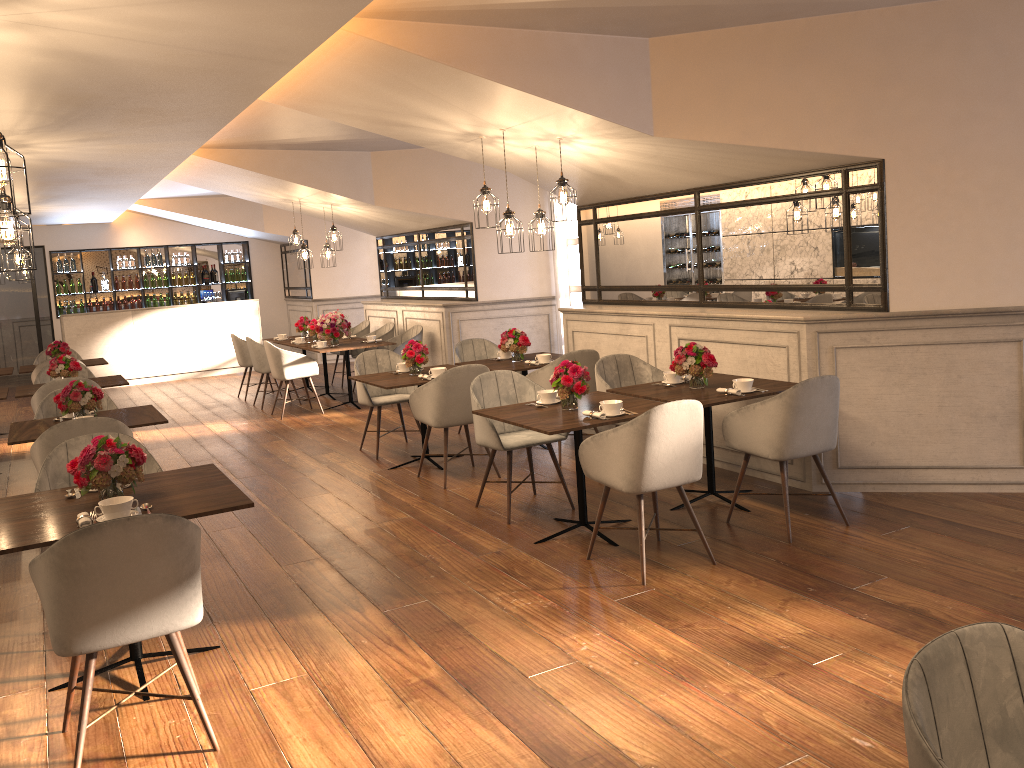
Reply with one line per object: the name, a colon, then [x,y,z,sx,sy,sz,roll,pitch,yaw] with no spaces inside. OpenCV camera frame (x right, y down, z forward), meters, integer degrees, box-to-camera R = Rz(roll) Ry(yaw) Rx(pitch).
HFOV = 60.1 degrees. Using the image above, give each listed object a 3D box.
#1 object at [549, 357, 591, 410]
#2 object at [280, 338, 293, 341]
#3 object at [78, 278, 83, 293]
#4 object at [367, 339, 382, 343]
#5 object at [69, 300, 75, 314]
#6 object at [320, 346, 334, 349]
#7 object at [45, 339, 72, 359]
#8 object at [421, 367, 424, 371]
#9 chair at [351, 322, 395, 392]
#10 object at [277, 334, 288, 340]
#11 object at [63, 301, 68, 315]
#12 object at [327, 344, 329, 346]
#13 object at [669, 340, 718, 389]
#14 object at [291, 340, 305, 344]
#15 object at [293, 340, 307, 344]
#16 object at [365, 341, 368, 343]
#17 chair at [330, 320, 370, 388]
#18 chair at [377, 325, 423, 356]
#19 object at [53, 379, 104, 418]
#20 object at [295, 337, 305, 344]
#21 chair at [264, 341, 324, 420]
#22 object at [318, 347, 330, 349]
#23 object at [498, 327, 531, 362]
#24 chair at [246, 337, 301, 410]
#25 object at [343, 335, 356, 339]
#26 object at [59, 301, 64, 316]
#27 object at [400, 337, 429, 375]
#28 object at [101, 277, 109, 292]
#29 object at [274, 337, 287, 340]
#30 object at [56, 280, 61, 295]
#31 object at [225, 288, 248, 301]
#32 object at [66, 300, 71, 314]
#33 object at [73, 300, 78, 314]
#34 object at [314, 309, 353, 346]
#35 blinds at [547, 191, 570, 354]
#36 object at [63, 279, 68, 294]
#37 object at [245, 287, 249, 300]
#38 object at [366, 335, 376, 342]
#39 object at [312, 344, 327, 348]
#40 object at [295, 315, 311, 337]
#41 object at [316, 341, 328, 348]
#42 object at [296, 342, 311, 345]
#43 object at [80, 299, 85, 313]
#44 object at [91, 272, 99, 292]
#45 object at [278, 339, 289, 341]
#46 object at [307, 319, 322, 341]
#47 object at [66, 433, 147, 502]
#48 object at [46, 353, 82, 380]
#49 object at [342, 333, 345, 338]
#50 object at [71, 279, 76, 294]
object: [0.321,-0.007,5.052,0.234,0.300,0.307,-5,7,-9]
object: [-2.976,-0.585,11.660,0.198,0.015,0.043,-9,9,-32]
object: [-7.421,-1.688,15.205,0.066,0.260,0.066,0,7,40]
object: [-1.606,-0.504,10.361,0.176,0.039,0.056,-8,8,-28]
object: [-6.756,-1.180,13.600,0.065,0.207,0.146,-8,7,-36]
object: [-2.106,-0.414,10.054,0.198,0.015,0.043,-9,9,-32]
object: [-5.256,-0.370,10.234,0.305,0.300,0.236,-2,7,19]
object: [-0.788,-0.135,7.394,0.056,0.039,0.176,-8,9,-28]
chair: [-1.766,-0.340,11.427,0.528,0.868,0.566,-7,7,-28]
object: [-3.049,-0.622,11.748,0.148,0.072,0.149,-2,8,14]
object: [-6.829,-1.169,13.556,0.065,0.207,0.065,-8,6,-37]
object: [-2.206,-0.436,10.218,0.193,0.024,0.025,-8,8,-28]
object: [1.138,-0.128,5.504,0.305,0.300,0.235,1,8,37]
object: [-2.676,-0.532,11.063,0.176,0.039,0.056,-8,8,-28]
object: [-2.650,-0.523,11.038,0.193,0.024,0.025,-8,8,-28]
object: [-1.631,-0.499,10.388,0.193,0.024,0.025,-8,8,-28]
chair: [-2.213,-0.428,12.252,0.528,0.868,0.566,-7,7,-28]
chair: [-1.319,-0.252,10.602,0.528,0.868,0.566,-7,7,-28]
object: [-2.817,0.106,5.757,0.234,0.300,0.307,1,8,39]
object: [-2.622,-0.538,10.961,0.148,0.072,0.149,-2,8,14]
chair: [-2.475,-0.081,9.962,0.528,0.868,0.566,-7,7,-28]
object: [-2.116,-0.413,10.089,0.211,0.004,0.022,-8,9,-28]
object: [0.033,-0.345,7.543,0.305,0.300,0.235,1,8,37]
chair: [-2.922,-0.169,10.787,0.528,0.868,0.566,-7,7,-28]
object: [-2.050,-0.591,11.181,0.176,0.039,0.056,-8,8,-28]
object: [-7.687,-1.287,15.080,0.066,0.260,0.066,0,7,40]
object: [-0.784,-0.224,7.091,0.234,0.300,0.307,-5,7,-9]
object: [-7.075,-1.746,15.388,0.108,0.280,0.109,-2,6,18]
object: [-3.102,-0.615,11.850,0.176,0.039,0.056,-8,8,-28]
object: [-7.711,-1.646,15.049,0.066,0.260,0.066,0,7,40]
object: [-4.626,-1.442,14.924,0.130,0.327,0.410,0,8,39]
object: [-7.590,-1.301,15.132,0.066,0.260,0.066,0,7,40]
object: [-7.493,-1.315,15.184,0.066,0.260,0.066,0,7,40]
object: [-2.085,-0.662,10.327,0.421,0.423,0.406,-9,8,-40]
blinds: [0.800,-1.195,9.684,0.134,2.685,1.384,-6,6,-28]
object: [-7.614,-1.660,15.101,0.066,0.260,0.066,0,7,40]
object: [-4.956,-1.683,16.545,0.066,0.260,0.066,0,7,40]
object: [-1.662,-0.532,10.460,0.148,0.072,0.149,-2,8,14]
object: [-2.232,-0.445,10.244,0.176,0.039,0.056,-8,8,-28]
object: [-2.797,-0.779,11.896,0.234,0.300,0.307,-2,7,19]
object: [-2.179,-0.451,10.142,0.148,0.072,0.149,-2,8,14]
object: [-2.550,-0.501,10.874,0.198,0.015,0.043,-9,9,-32]
object: [-7.396,-1.329,15.236,0.066,0.260,0.066,0,7,40]
object: [-7.226,-1.765,15.311,0.104,0.358,0.104,0,6,34]
object: [-2.986,-0.584,11.695,0.211,0.004,0.022,-8,9,-28]
object: [-2.471,-0.690,11.145,0.234,0.300,0.307,-5,7,-9]
object: [-1.637,0.337,3.579,0.234,0.300,0.307,1,8,39]
object: [-4.043,-0.135,8.021,0.305,0.300,0.235,-3,6,5]
object: [-2.106,-0.619,11.279,0.148,0.072,0.149,-2,8,14]
object: [-7.518,-1.674,15.153,0.066,0.260,0.066,0,7,40]
